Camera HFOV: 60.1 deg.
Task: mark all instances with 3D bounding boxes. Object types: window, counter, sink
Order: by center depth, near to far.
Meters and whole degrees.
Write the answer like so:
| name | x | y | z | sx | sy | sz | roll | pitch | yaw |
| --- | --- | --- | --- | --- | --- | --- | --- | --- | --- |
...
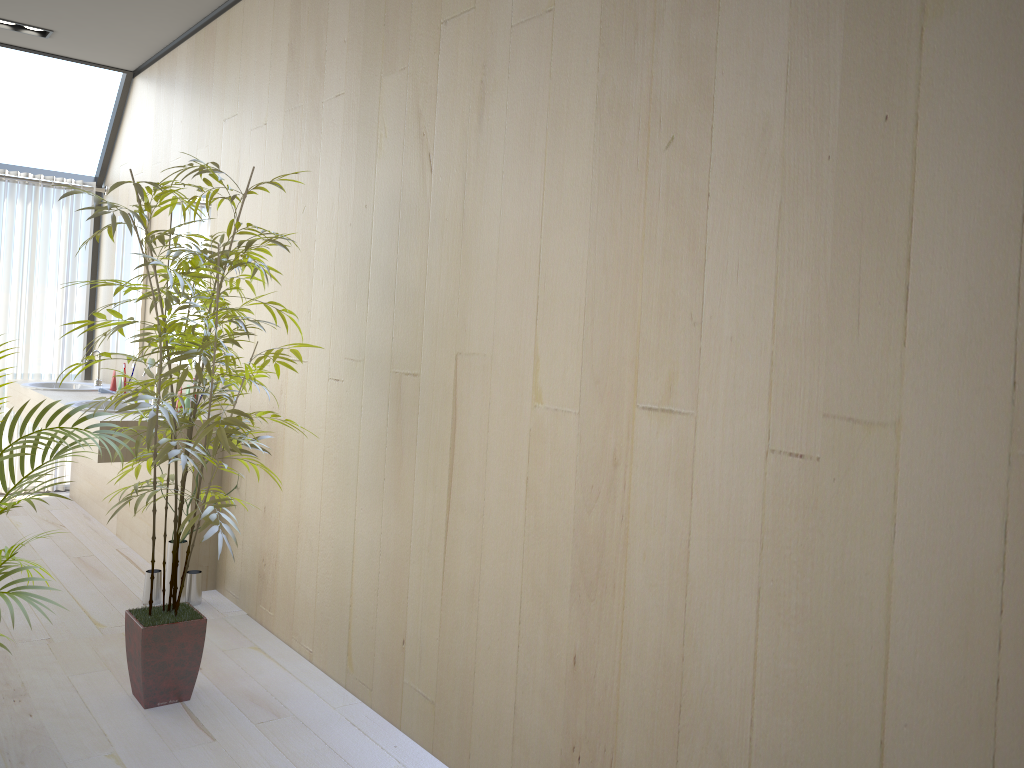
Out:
| name | x | y | z | sx | sy | sz | roll | pitch | yaw |
| --- | --- | --- | --- | --- | --- | --- | --- | --- | --- |
| sink | -1.890 | 0.095 | 4.293 | 0.503 | 0.419 | 0.575 | 2 | 2 | -34 |
| counter | -1.896 | 0.507 | 4.346 | 0.549 | 0.791 | 1.208 | 3 | 2 | -38 |
| window | -4.482 | -0.678 | 4.459 | 4.554 | 2.814 | 0.746 | 2 | 1 | -38 |
| sink | -2.626 | 0.002 | 5.248 | 0.503 | 0.419 | 0.575 | 2 | 2 | -34 |
| counter | -2.633 | 0.414 | 5.301 | 0.549 | 0.791 | 1.208 | 3 | 2 | -38 |

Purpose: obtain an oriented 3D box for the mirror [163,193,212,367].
| name | x | y | z | sx | sy | sz | roll | pitch | yaw |
| --- | --- | --- | --- | --- | --- | --- | --- | --- | --- |
| mirror | -1.675 | -0.530 | 4.587 | 0.023 | 0.868 | 0.654 | 4 | 1 | -38 |

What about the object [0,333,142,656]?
| name | x | y | z | sx | sy | sz | roll | pitch | yaw |
| --- | --- | --- | --- | --- | --- | --- | --- | --- | --- |
| object | -1.606 | 0.423 | 2.398 | 0.916 | 1.157 | 0.751 | 3 | 1 | -4 |

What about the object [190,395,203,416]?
| name | x | y | z | sx | sy | sz | roll | pitch | yaw |
| --- | --- | --- | --- | --- | --- | --- | --- | --- | --- |
| object | -1.458 | 0.103 | 4.082 | 0.058 | 0.100 | 0.058 | 3 | 1 | -27 |

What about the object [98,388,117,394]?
| name | x | y | z | sx | sy | sz | roll | pitch | yaw |
| --- | --- | --- | --- | --- | --- | --- | --- | --- | --- |
| object | -2.281 | 0.039 | 4.998 | 0.104 | 0.029 | 0.032 | 3 | 2 | 3 |

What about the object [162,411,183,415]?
| name | x | y | z | sx | sy | sz | roll | pitch | yaw |
| --- | --- | --- | --- | --- | --- | --- | --- | --- | --- |
| object | -1.545 | 0.132 | 4.043 | 0.104 | 0.029 | 0.032 | 3 | 2 | 3 |

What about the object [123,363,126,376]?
| name | x | y | z | sx | sy | sz | roll | pitch | yaw |
| --- | --- | --- | --- | --- | --- | --- | --- | --- | --- |
| object | -2.192 | -0.031 | 5.007 | 0.012 | 0.178 | 0.050 | 3 | 0 | 1 |

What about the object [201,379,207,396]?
| name | x | y | z | sx | sy | sz | roll | pitch | yaw |
| --- | --- | --- | --- | --- | --- | --- | --- | --- | --- |
| object | -1.440 | 0.063 | 4.085 | 0.054 | 0.175 | 0.012 | 3 | 0 | -12 |

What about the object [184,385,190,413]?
| name | x | y | z | sx | sy | sz | roll | pitch | yaw |
| --- | --- | --- | --- | --- | --- | --- | --- | --- | --- |
| object | -1.552 | 0.072 | 4.238 | 0.039 | 0.135 | 0.039 | 3 | 0 | 4 |

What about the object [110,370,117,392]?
| name | x | y | z | sx | sy | sz | roll | pitch | yaw |
| --- | --- | --- | --- | --- | --- | --- | --- | --- | --- |
| object | -2.285 | -0.015 | 5.078 | 0.039 | 0.135 | 0.039 | 3 | 0 | 11 |

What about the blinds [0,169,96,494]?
| name | x | y | z | sx | sy | sz | roll | pitch | yaw |
| --- | --- | --- | --- | --- | --- | --- | --- | --- | --- |
| blinds | -3.340 | -0.332 | 5.599 | 1.181 | 2.071 | 0.084 | 3 | 0 | -38 |

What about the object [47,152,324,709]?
| name | x | y | z | sx | sy | sz | roll | pitch | yaw |
| --- | --- | --- | --- | --- | --- | --- | --- | --- | --- |
| object | -1.024 | 0.142 | 2.889 | 0.786 | 1.757 | 0.936 | 3 | 0 | -13 |

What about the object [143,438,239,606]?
| name | x | y | z | sx | sy | sz | roll | pitch | yaw |
| --- | --- | --- | --- | --- | --- | --- | --- | --- | --- |
| object | -1.356 | 0.582 | 3.833 | 0.274 | 0.749 | 0.406 | 3 | 0 | 40 |

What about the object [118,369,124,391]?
| name | x | y | z | sx | sy | sz | roll | pitch | yaw |
| --- | --- | --- | --- | --- | --- | --- | --- | --- | --- |
| object | -2.289 | -0.021 | 5.192 | 0.039 | 0.135 | 0.039 | 3 | 0 | 11 |

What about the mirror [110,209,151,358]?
| name | x | y | z | sx | sy | sz | roll | pitch | yaw |
| --- | --- | --- | --- | --- | --- | --- | --- | --- | --- |
| mirror | -2.329 | -0.610 | 5.390 | 0.023 | 0.868 | 0.654 | 4 | 1 | -38 |

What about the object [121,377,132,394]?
| name | x | y | z | sx | sy | sz | roll | pitch | yaw |
| --- | --- | --- | --- | --- | --- | --- | --- | --- | --- |
| object | -2.194 | 0.010 | 5.037 | 0.058 | 0.100 | 0.058 | 3 | 1 | -31 |

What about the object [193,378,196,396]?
| name | x | y | z | sx | sy | sz | roll | pitch | yaw |
| --- | --- | --- | --- | --- | --- | --- | --- | --- | --- |
| object | -1.456 | 0.062 | 4.053 | 0.012 | 0.178 | 0.050 | 3 | 0 | 1 |

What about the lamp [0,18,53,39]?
| name | x | y | z | sx | sy | sz | roll | pitch | yaw |
| --- | --- | --- | --- | --- | --- | --- | --- | --- | --- |
| lamp | -2.675 | -1.991 | 4.818 | 0.300 | 0.112 | 0.164 | 1 | 3 | -38 |

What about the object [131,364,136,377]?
| name | x | y | z | sx | sy | sz | roll | pitch | yaw |
| --- | --- | --- | --- | --- | --- | --- | --- | --- | --- |
| object | -2.176 | -0.031 | 5.040 | 0.054 | 0.175 | 0.012 | 3 | 0 | -12 |

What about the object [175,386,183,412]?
| name | x | y | z | sx | sy | sz | roll | pitch | yaw |
| --- | --- | --- | --- | --- | --- | --- | --- | --- | --- |
| object | -1.548 | 0.078 | 4.124 | 0.039 | 0.135 | 0.039 | 3 | 0 | 4 |
